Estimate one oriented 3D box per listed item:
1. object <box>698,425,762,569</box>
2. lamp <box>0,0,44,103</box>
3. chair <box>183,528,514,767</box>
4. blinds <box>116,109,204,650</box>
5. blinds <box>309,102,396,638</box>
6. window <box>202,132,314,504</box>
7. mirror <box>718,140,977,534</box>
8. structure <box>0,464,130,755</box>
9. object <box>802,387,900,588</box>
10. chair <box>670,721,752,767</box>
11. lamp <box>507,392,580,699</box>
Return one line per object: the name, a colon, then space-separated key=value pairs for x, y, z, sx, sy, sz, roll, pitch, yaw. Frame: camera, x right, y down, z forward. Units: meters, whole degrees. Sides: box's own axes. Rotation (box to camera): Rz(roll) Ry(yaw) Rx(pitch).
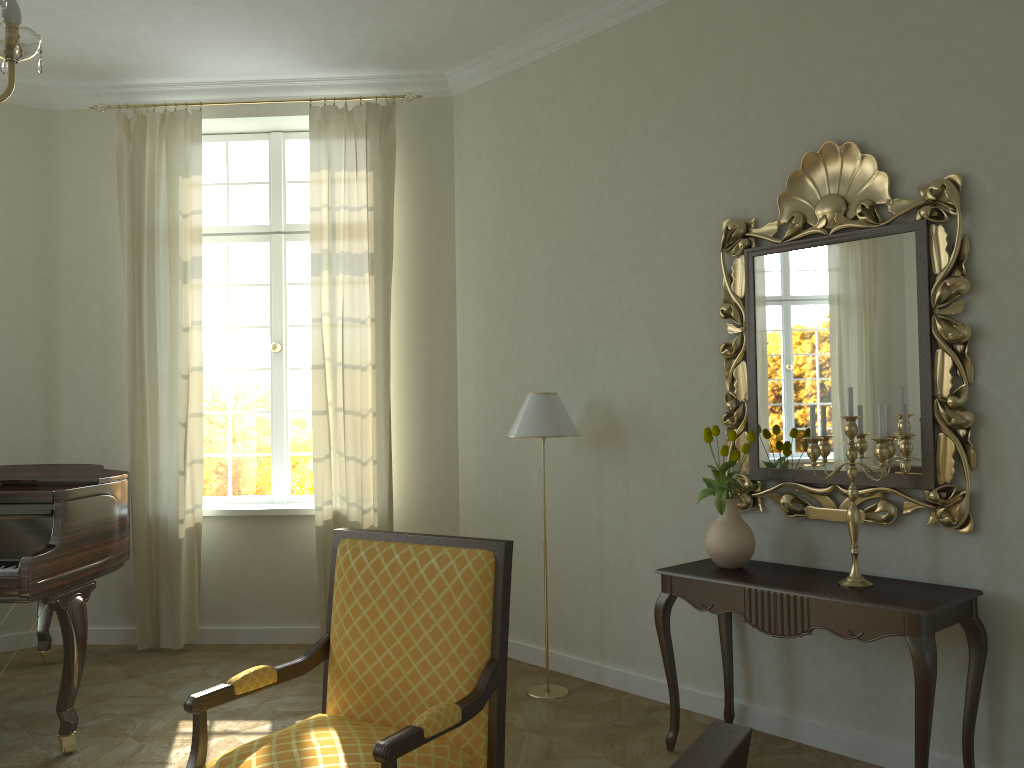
object: x=0.929 y=0.483 z=3.828 sx=0.242 sy=0.609 sz=0.264 roll=-1 pitch=-2 yaw=-12
lamp: x=-1.473 y=-1.321 z=2.002 sx=0.662 sy=1.466 sz=0.661 roll=-1 pitch=-2 yaw=18
chair: x=-0.443 y=0.997 z=2.439 sx=0.730 sy=1.083 sz=0.671 roll=-2 pitch=-2 yaw=32
blinds: x=-2.217 y=-0.049 z=5.558 sx=0.554 sy=3.384 sz=0.162 roll=-1 pitch=-2 yaw=8
blinds: x=-0.973 y=-0.068 z=5.546 sx=0.552 sy=3.381 sz=0.159 roll=-1 pitch=-2 yaw=6
window: x=-1.590 y=-0.457 z=6.027 sx=1.400 sy=2.550 sz=0.181 roll=-1 pitch=-2 yaw=3
mirror: x=1.350 y=-0.224 z=3.738 sx=0.082 sy=1.612 sz=1.117 roll=1 pitch=-2 yaw=-42
structure: x=-2.608 y=0.920 z=4.465 sx=1.514 sy=1.439 sz=1.856 roll=-1 pitch=-2 yaw=3
object: x=1.310 y=0.390 z=3.408 sx=0.320 sy=0.757 sz=0.320 roll=-2 pitch=-2 yaw=29
chair: x=-0.165 y=0.947 z=0.901 sx=0.671 sy=1.083 sz=0.730 roll=-2 pitch=-2 yaw=30
lamp: x=0.173 y=0.822 z=4.612 sx=0.380 sy=1.552 sz=0.380 roll=-3 pitch=-2 yaw=43
